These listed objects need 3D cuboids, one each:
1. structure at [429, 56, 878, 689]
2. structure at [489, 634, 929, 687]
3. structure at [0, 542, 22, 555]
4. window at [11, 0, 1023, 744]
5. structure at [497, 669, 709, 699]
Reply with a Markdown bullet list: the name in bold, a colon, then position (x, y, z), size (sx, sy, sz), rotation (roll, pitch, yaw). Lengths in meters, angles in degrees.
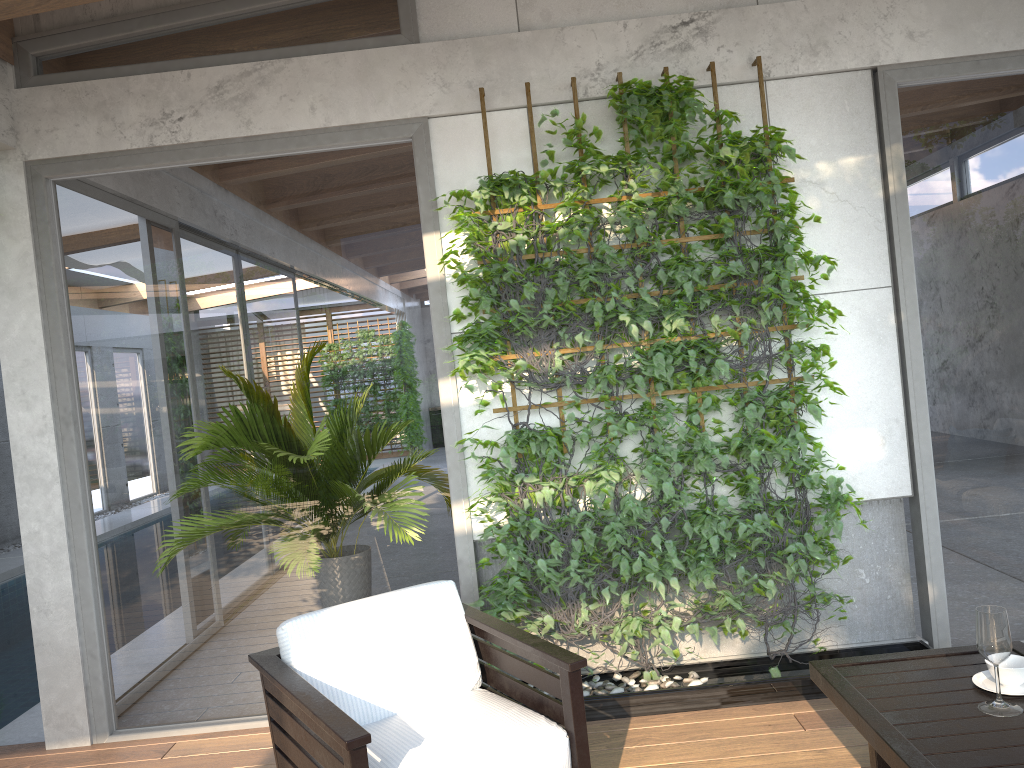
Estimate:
- **structure**: position (0.607, -0.018, 3.851), size (1.851, 2.669, 0.500), rotation (-6, 1, 2)
- **structure**: position (0.870, 1.062, 5.096), size (2.012, 0.595, 2.203), rotation (-6, 1, 1)
- **structure**: position (-6.039, 1.990, 9.843), size (0.477, 0.068, 13.673), rotation (-6, 1, 1)
- **window**: position (0.724, -0.644, 11.769), size (14.294, 3.764, 23.280), rotation (-6, 1, 1)
- **structure**: position (0.375, 1.304, 3.829), size (0.928, 0.044, 0.231), rotation (-6, 1, 1)
